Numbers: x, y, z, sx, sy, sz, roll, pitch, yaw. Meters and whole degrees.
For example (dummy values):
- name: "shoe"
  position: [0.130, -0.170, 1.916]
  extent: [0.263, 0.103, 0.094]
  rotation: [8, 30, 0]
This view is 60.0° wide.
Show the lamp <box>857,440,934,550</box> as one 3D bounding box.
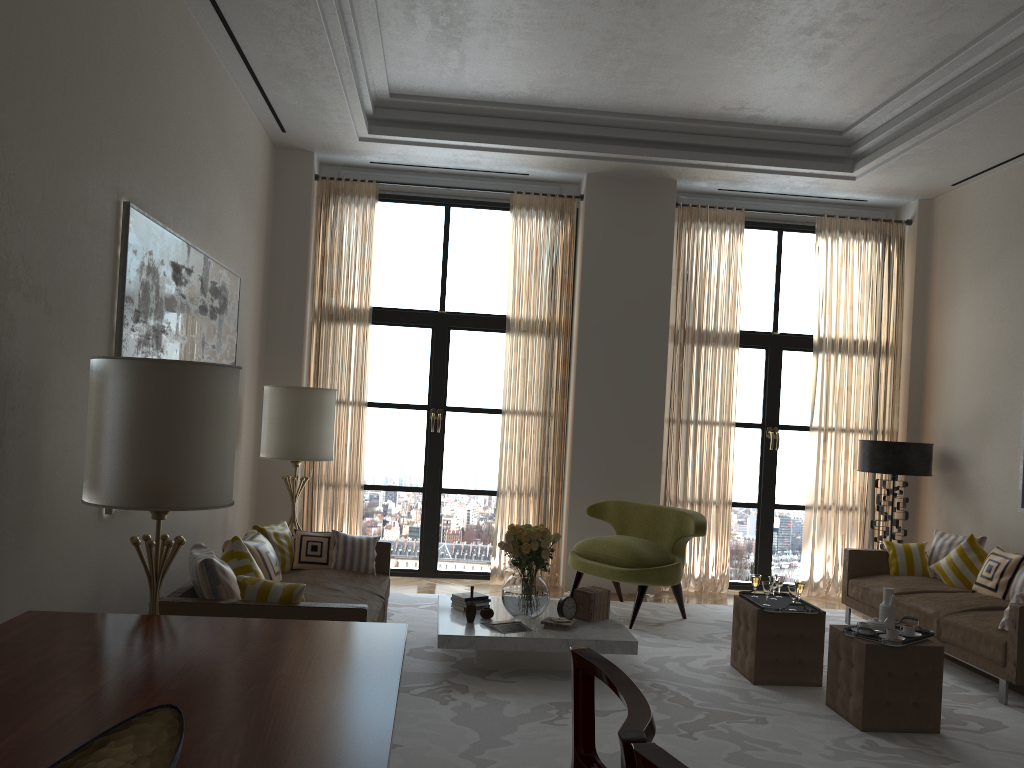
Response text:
- name: "lamp"
  position: [4.528, 1.695, 10.576]
  extent: [0.829, 2.018, 0.830]
  rotation: [3, -1, 0]

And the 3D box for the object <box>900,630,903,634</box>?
- name: "object"
  position: [2.880, 1.828, 6.552]
  extent: [0.041, 0.015, 0.187]
  rotation: [2, -3, 37]

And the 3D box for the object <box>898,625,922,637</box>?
- name: "object"
  position: [2.905, 1.805, 6.489]
  extent: [0.176, 0.067, 0.176]
  rotation: [3, -2, -6]

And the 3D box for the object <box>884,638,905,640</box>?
- name: "object"
  position: [2.695, 1.805, 6.256]
  extent: [0.187, 0.015, 0.041]
  rotation: [4, -2, -18]

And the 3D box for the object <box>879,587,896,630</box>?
- name: "object"
  position: [2.825, 1.689, 6.666]
  extent: [0.113, 0.305, 0.125]
  rotation: [3, -1, 32]

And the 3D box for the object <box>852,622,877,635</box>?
- name: "object"
  position: [2.559, 1.770, 6.434]
  extent: [0.176, 0.067, 0.176]
  rotation: [4, -2, -29]

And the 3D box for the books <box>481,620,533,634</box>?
- name: "books"
  position: [-0.047, 1.972, 7.259]
  extent: [0.281, 0.038, 0.383]
  rotation: [4, -3, -32]

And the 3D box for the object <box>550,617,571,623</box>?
- name: "object"
  position: [0.403, 1.962, 7.380]
  extent: [0.139, 0.019, 0.137]
  rotation: [4, -2, -21]

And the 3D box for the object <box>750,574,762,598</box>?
- name: "object"
  position: [2.108, 1.751, 7.683]
  extent: [0.098, 0.191, 0.098]
  rotation: [3, -1, -22]

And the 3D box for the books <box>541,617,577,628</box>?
- name: "books"
  position: [0.390, 1.982, 7.372]
  extent: [0.255, 0.026, 0.202]
  rotation: [2, -2, 20]

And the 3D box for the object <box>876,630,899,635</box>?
- name: "object"
  position: [2.719, 1.799, 6.421]
  extent: [0.186, 0.026, 0.041]
  rotation: [3, -2, 3]

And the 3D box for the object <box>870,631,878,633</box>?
- name: "object"
  position: [2.599, 1.789, 6.383]
  extent: [0.052, 0.027, 0.080]
  rotation: [1, -3, 42]

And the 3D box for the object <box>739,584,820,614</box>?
- name: "object"
  position: [2.245, 1.809, 7.477]
  extent: [0.491, 0.092, 0.802]
  rotation: [3, -2, -5]

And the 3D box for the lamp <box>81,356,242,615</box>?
- name: "lamp"
  position: [-1.928, 1.007, 4.802]
  extent: [0.768, 2.254, 0.767]
  rotation: [4, -1, -38]

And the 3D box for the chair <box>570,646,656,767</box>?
- name: "chair"
  position: [-0.189, 1.371, 1.862]
  extent: [0.878, 1.505, 0.656]
  rotation: [3, -1, -5]

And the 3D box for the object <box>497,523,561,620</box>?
- name: "object"
  position: [0.157, 1.617, 7.643]
  extent: [0.540, 0.821, 0.627]
  rotation: [3, -1, -9]

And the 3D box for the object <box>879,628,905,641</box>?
- name: "object"
  position: [2.712, 1.786, 6.321]
  extent: [0.176, 0.067, 0.176]
  rotation: [3, -2, -3]

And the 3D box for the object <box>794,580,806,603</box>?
- name: "object"
  position: [2.428, 1.761, 7.488]
  extent: [0.098, 0.191, 0.098]
  rotation: [3, -1, 21]

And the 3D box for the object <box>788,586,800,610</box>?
- name: "object"
  position: [2.284, 1.742, 7.194]
  extent: [0.098, 0.191, 0.098]
  rotation: [3, -1, -5]

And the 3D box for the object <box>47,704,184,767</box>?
- name: "object"
  position: [-1.032, 0.980, 2.015]
  extent: [0.331, 0.164, 1.084]
  rotation: [3, -2, 6]

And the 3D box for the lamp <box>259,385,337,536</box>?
- name: "lamp"
  position: [-2.318, 1.161, 9.448]
  extent: [0.768, 2.254, 0.767]
  rotation: [4, -1, -42]

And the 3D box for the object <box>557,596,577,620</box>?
- name: "object"
  position: [0.477, 1.928, 7.616]
  extent: [0.205, 0.209, 0.082]
  rotation: [4, -1, -44]

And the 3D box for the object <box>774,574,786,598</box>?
- name: "object"
  position: [2.335, 1.765, 7.739]
  extent: [0.098, 0.191, 0.098]
  rotation: [2, -1, 43]

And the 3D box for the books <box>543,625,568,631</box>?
- name: "books"
  position: [0.378, 2.006, 7.371]
  extent: [0.197, 0.024, 0.256]
  rotation: [3, -2, 13]

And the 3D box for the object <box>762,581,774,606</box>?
- name: "object"
  position: [2.113, 1.738, 7.336]
  extent: [0.098, 0.191, 0.098]
  rotation: [3, -1, 21]

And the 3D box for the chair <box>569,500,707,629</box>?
- name: "chair"
  position: [1.228, 1.916, 9.580]
  extent: [1.030, 1.213, 1.790]
  rotation: [4, -2, -37]

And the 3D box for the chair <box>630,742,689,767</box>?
- name: "chair"
  position: [-0.123, 1.351, 1.217]
  extent: [0.878, 1.505, 0.656]
  rotation: [3, -1, -5]

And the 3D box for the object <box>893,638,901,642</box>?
- name: "object"
  position: [2.702, 1.802, 6.221]
  extent: [0.053, 0.025, 0.049]
  rotation: [3, -2, -3]

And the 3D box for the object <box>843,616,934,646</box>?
- name: "object"
  position: [2.759, 1.789, 6.487]
  extent: [0.721, 0.101, 0.441]
  rotation: [5, -3, -41]

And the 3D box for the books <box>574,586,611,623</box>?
- name: "books"
  position: [0.695, 1.918, 7.739]
  extent: [0.282, 0.264, 0.210]
  rotation: [4, -2, -45]

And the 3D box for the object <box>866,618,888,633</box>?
- name: "object"
  position: [2.693, 1.777, 6.565]
  extent: [0.176, 0.105, 0.136]
  rotation: [3, -2, -8]

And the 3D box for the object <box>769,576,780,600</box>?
- name: "object"
  position: [2.252, 1.756, 7.623]
  extent: [0.098, 0.191, 0.098]
  rotation: [3, -1, -5]
